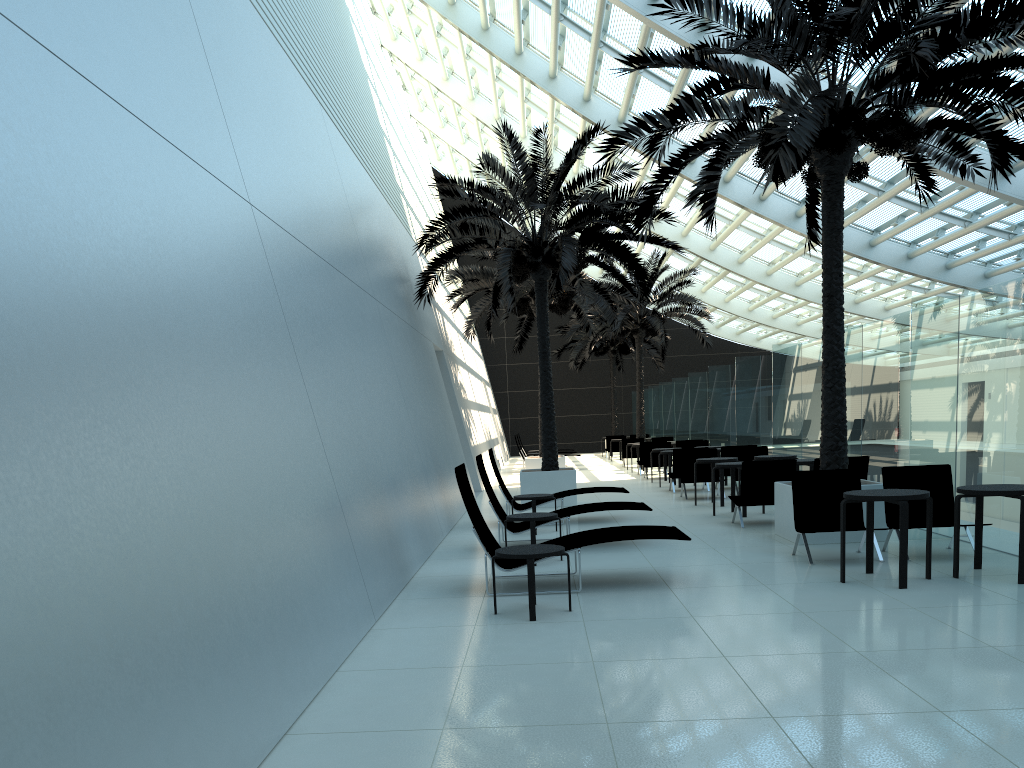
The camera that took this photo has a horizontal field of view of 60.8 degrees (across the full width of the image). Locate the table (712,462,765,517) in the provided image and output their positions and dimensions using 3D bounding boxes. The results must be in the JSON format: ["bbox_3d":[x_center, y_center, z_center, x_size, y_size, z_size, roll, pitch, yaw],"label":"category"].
[{"bbox_3d":[3.383,1.567,13.002,0.678,0.790,0.672,1,5,44],"label":"table"}]

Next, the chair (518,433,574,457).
[{"bbox_3d":[1.285,2.370,32.553,2.037,1.173,0.910,-3,4,2],"label":"chair"}]

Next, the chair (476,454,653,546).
[{"bbox_3d":[0.632,1.391,10.624,2.037,1.173,0.910,-3,4,2],"label":"chair"}]

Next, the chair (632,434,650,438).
[{"bbox_3d":[4.916,2.347,32.741,0.716,0.898,0.877,-3,3,2],"label":"chair"}]

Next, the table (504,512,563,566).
[{"bbox_3d":[0.231,1.687,9.523,0.553,0.523,0.548,0,3,45],"label":"table"}]

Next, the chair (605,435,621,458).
[{"bbox_3d":[4.050,2.468,34.467,0.716,0.898,0.877,-3,3,2],"label":"chair"}]

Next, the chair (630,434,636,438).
[{"bbox_3d":[4.981,2.422,34.433,0.716,0.898,0.877,-3,3,2],"label":"chair"}]

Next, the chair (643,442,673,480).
[{"bbox_3d":[3.650,1.891,21.532,0.716,0.898,0.877,-3,3,2],"label":"chair"}]

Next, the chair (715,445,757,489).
[{"bbox_3d":[4.479,1.669,17.564,0.716,0.898,0.877,-3,3,2],"label":"chair"}]

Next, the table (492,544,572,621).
[{"bbox_3d":[0.154,1.572,6.958,0.553,0.523,0.548,0,3,45],"label":"table"}]

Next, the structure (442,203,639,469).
[{"bbox_3d":[0.598,-0.963,21.578,4.285,6.982,4.573,1,6,35],"label":"structure"}]

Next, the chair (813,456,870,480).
[{"bbox_3d":[4.307,1.411,11.787,0.716,0.898,0.877,-3,3,2],"label":"chair"}]

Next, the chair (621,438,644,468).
[{"bbox_3d":[3.816,2.139,27.099,0.716,0.898,0.877,-3,3,2],"label":"chair"}]

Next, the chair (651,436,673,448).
[{"bbox_3d":[4.747,2.093,27.066,0.716,0.898,0.877,-3,3,2],"label":"chair"}]

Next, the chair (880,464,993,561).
[{"bbox_3d":[4.200,1.272,8.671,0.716,0.898,0.877,-3,3,2],"label":"chair"}]

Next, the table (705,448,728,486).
[{"bbox_3d":[4.523,1.777,18.745,0.678,0.790,0.672,1,5,44],"label":"table"}]

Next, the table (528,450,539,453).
[{"bbox_3d":[0.883,2.666,31.451,0.553,0.523,0.548,0,3,45],"label":"table"}]

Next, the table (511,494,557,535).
[{"bbox_3d":[0.307,1.801,12.088,0.553,0.523,0.548,0,3,45],"label":"table"}]

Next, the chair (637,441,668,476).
[{"bbox_3d":[3.715,1.966,23.224,0.716,0.898,0.877,-3,3,2],"label":"chair"}]

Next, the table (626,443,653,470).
[{"bbox_3d":[3.774,2.140,25.833,0.679,0.790,0.672,0,4,40],"label":"table"}]

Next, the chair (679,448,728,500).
[{"bbox_3d":[3.483,1.639,15.893,0.716,0.898,0.877,-3,3,2],"label":"chair"}]

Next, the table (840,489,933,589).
[{"bbox_3d":[3.229,1.323,7.539,0.673,0.790,0.678,-6,4,-41],"label":"table"}]

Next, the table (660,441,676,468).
[{"bbox_3d":[4.742,2.092,25.798,0.679,0.790,0.672,0,4,40],"label":"table"}]

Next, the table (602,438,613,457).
[{"bbox_3d":[4.057,2.578,35.648,0.673,0.790,0.678,-6,4,-41],"label":"table"}]

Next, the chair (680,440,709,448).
[{"bbox_3d":[4.582,1.845,21.499,0.716,0.898,0.877,-3,3,2],"label":"chair"}]

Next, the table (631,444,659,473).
[{"bbox_3d":[3.723,2.076,24.406,0.678,0.790,0.672,1,5,44],"label":"table"}]

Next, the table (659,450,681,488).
[{"bbox_3d":[3.555,1.825,18.780,0.678,0.790,0.672,1,5,44],"label":"table"}]

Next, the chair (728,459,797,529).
[{"bbox_3d":[3.376,1.457,11.820,0.716,0.898,0.877,-3,3,2],"label":"chair"}]

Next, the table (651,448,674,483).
[{"bbox_3d":[3.608,1.890,20.241,0.679,0.790,0.672,0,4,40],"label":"table"}]

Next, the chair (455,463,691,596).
[{"bbox_3d":[0.555,1.276,8.059,2.037,1.173,0.910,-3,4,2],"label":"chair"}]

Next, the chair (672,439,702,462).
[{"bbox_3d":[4.646,1.920,23.191,0.716,0.898,0.877,-3,3,2],"label":"chair"}]

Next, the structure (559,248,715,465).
[{"bbox_3d":[4.170,-0.861,28.853,4.819,7.110,4.386,-3,5,-5],"label":"structure"}]

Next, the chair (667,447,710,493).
[{"bbox_3d":[3.548,1.715,17.598,0.716,0.898,0.877,-3,3,2],"label":"chair"}]

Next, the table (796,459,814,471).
[{"bbox_3d":[4.351,1.520,12.968,0.678,0.790,0.672,1,5,44],"label":"table"}]

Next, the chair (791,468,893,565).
[{"bbox_3d":[3.268,1.318,8.704,0.716,0.898,0.877,-3,3,2],"label":"chair"}]

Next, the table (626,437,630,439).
[{"bbox_3d":[5.025,2.531,35.614,0.673,0.790,0.678,-6,4,-41],"label":"table"}]

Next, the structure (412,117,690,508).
[{"bbox_3d":[0.627,-1.210,15.591,4.622,6.921,4.238,-4,5,-20],"label":"structure"}]

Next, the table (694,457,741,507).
[{"bbox_3d":[3.440,1.639,14.614,0.679,0.790,0.672,0,4,40],"label":"table"}]

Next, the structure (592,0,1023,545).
[{"bbox_3d":[3.607,-1.714,9.764,4.827,7.109,4.379,-1,5,20],"label":"structure"}]

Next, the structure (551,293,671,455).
[{"bbox_3d":[4.438,-0.500,36.973,4.437,7.108,4.766,-4,5,-20],"label":"structure"}]

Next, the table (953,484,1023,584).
[{"bbox_3d":[4.198,1.275,7.504,0.673,0.790,0.678,-6,4,-41],"label":"table"}]

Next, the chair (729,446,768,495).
[{"bbox_3d":[4.414,1.593,15.860,0.716,0.898,0.877,-3,3,2],"label":"chair"}]

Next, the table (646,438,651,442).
[{"bbox_3d":[4.911,2.344,31.449,0.679,0.790,0.672,0,4,40],"label":"table"}]

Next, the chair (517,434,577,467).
[{"bbox_3d":[1.206,2.252,29.908,2.037,1.173,0.910,-3,4,2],"label":"chair"}]

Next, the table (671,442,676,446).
[{"bbox_3d":[4.691,2.029,24.371,0.678,0.790,0.672,1,5,44],"label":"table"}]

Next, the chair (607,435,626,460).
[{"bbox_3d":[3.985,2.393,32.774,0.716,0.898,0.877,-3,3,2],"label":"chair"}]

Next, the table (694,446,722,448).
[{"bbox_3d":[4.576,1.842,20.206,0.679,0.790,0.672,0,4,40],"label":"table"}]

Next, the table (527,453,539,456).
[{"bbox_3d":[0.805,2.548,28.807,0.553,0.523,0.548,0,3,45],"label":"table"}]

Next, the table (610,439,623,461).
[{"bbox_3d":[3.942,2.392,31.483,0.679,0.790,0.672,0,4,40],"label":"table"}]

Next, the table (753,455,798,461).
[{"bbox_3d":[4.408,1.591,14.580,0.679,0.790,0.672,0,4,40],"label":"table"}]

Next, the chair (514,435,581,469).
[{"bbox_3d":[1.130,2.137,27.343,2.037,1.173,0.910,-3,4,2],"label":"chair"}]

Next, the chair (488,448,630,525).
[{"bbox_3d":[0.708,1.505,13.189,2.037,1.173,0.910,-3,4,2],"label":"chair"}]
